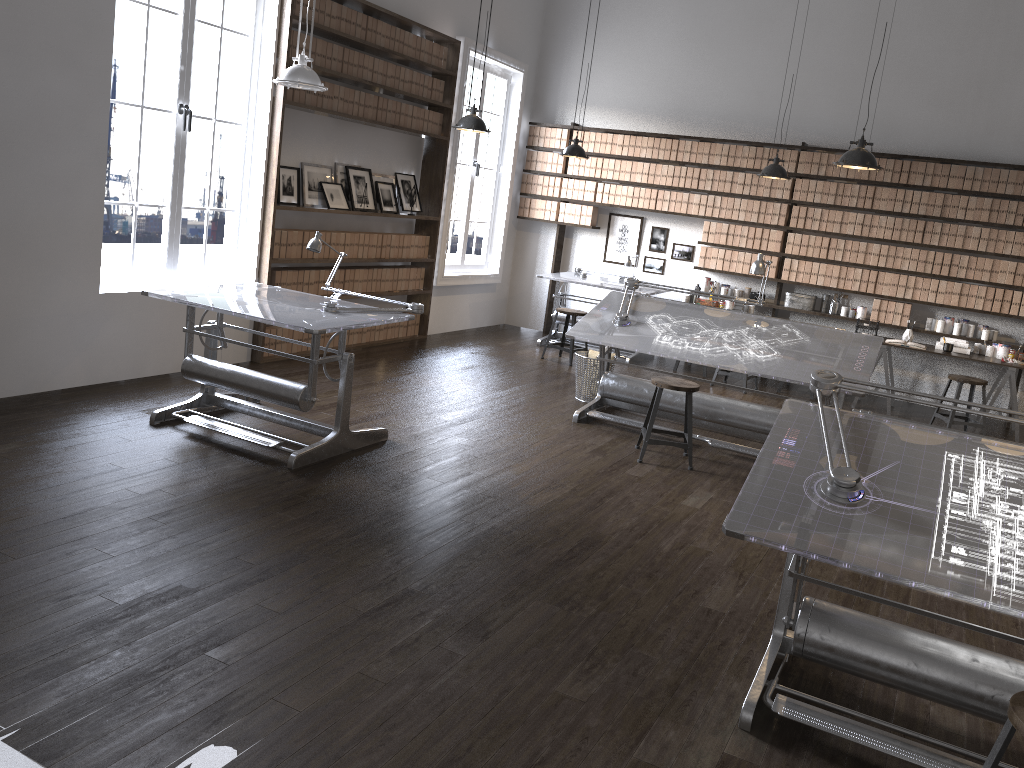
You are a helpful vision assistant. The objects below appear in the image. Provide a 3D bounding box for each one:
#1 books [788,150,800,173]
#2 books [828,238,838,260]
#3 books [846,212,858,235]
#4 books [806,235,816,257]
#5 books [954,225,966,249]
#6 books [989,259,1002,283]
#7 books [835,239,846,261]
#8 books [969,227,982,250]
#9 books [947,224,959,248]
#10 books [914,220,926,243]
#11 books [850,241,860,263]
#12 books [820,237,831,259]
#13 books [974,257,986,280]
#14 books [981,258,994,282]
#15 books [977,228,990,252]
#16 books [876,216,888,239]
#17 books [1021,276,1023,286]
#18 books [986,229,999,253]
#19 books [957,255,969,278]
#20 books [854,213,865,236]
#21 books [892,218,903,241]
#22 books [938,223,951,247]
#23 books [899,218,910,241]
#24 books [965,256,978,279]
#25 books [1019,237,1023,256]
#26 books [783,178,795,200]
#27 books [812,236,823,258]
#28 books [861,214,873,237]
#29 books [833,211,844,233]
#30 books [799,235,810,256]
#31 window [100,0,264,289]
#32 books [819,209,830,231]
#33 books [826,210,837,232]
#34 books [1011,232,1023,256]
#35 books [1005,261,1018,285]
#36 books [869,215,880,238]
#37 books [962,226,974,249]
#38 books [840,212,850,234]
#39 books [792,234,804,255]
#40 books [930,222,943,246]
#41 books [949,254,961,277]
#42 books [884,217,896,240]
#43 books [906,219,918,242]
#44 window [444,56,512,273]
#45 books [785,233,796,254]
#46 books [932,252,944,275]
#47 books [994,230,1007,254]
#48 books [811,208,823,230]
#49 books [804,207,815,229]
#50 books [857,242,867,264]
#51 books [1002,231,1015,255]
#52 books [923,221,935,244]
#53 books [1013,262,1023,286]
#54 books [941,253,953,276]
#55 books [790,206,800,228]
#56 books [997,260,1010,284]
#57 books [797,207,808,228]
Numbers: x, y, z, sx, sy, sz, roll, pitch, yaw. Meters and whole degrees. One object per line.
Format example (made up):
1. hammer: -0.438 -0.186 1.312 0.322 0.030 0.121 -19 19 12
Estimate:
1. books: 2.911 -2.284 9.124 0.067 0.224 0.175 12 11 25
2. books: 3.279 -1.370 9.029 0.067 0.224 0.175 12 11 25
3. books: 3.432 -1.611 8.925 0.067 0.224 0.175 12 11 25
4. books: 3.089 -1.414 9.119 0.067 0.224 0.175 12 11 25
5. books: 4.301 -1.407 8.497 0.067 0.224 0.175 12 11 25
6. books: 4.579 -1.066 8.392 0.067 0.224 0.175 12 11 25
7. books: 3.340 -1.354 8.994 0.067 0.224 0.175 12 11 25
8. books: 4.417 -1.381 8.444 0.067 0.224 0.175 12 11 25
9. books: 4.245 -1.422 8.531 0.067 0.224 0.175 12 11 25
10. books: 3.988 -1.481 8.651 0.067 0.224 0.175 12 11 25
11. books: 3.467 -1.326 8.936 0.067 0.224 0.175 12 11 25
12. books: 3.211 -1.384 9.056 0.067 0.224 0.175 12 11 25
13. books: 4.461 -1.094 8.451 0.067 0.224 0.175 12 11 25
14. books: 4.518 -1.079 8.417 0.067 0.224 0.175 12 11 25
15. books: 4.480 -1.366 8.411 0.067 0.224 0.175 12 11 25
16. books: 3.682 -1.553 8.803 0.067 0.224 0.175 12 11 25
17. books: 4.818 -1.011 8.278 0.067 0.224 0.175 12 11 25
18. books: 4.544 -1.352 8.384 0.067 0.224 0.175 12 11 25
19. books: 4.334 -1.123 8.509 0.067 0.224 0.175 12 11 25
20. books: 3.496 -1.596 8.892 0.067 0.224 0.175 12 11 25
21. books: 3.808 -1.522 8.737 0.067 0.224 0.175 12 11 25
22. books: 4.182 -1.437 8.562 0.067 0.224 0.175 12 11 25
23. books: 3.866 -1.510 8.714 0.067 0.224 0.175 12 11 25
24. books: 4.399 -1.109 8.482 0.067 0.224 0.175 12 11 25
25. books: 4.788 -1.294 8.259 0.067 0.224 0.175 12 11 25
26. books: 2.870 -2.017 9.171 0.067 0.224 0.175 12 11 25
27. books: 3.148 -1.400 9.093 0.067 0.224 0.175 12 11 25
28. books: 3.560 -1.582 8.865 0.067 0.224 0.175 12 11 25
29. books: 3.317 -1.637 8.978 0.067 0.224 0.175 12 11 25
30. books: 3.031 -1.426 9.142 0.067 0.224 0.175 12 11 25
31. window: -2.327 -1.849 6.222 0.154 2.477 1.489 12 11 25
32. books: 3.197 -1.666 9.043 0.067 0.224 0.175 12 11 25
33. books: 3.260 -1.652 9.012 0.067 0.224 0.175 12 11 25
34. books: 4.729 -1.308 8.288 0.067 0.224 0.175 12 11 25
35. books: 4.692 -1.039 8.333 0.067 0.224 0.175 12 11 25
36. books: 3.622 -1.567 8.836 0.067 0.224 0.175 12 11 25
37. books: 4.363 -1.394 8.472 0.067 0.224 0.175 12 11 25
38. books: 3.378 -1.624 8.953 0.067 0.224 0.175 12 11 25
39. books: 2.967 -1.441 9.174 0.067 0.224 0.175 12 11 25
40. books: 4.117 -1.451 8.589 0.067 0.224 0.175 12 11 25
41. books: 4.273 -1.138 8.543 0.067 0.224 0.175 12 11 25
42. books: 3.744 -1.537 8.769 0.067 0.224 0.175 12 11 25
43. books: 3.925 -1.497 8.688 0.067 0.224 0.175 12 11 25
44. window: -0.433 -2.340 9.692 0.154 2.291 1.250 12 11 25
45. books: 2.905 -1.456 9.208 0.067 0.224 0.175 12 11 25
46. books: 4.142 -1.169 8.608 0.067 0.224 0.175 12 11 25
47. books: 4.607 -1.338 8.356 0.067 0.224 0.175 12 11 25
48. books: 3.133 -1.680 9.070 0.067 0.224 0.175 12 11 25
49. books: 3.072 -1.696 9.104 0.067 0.224 0.175 12 11 25
50. books: 3.524 -1.311 8.902 0.067 0.224 0.175 12 11 25
51. books: 4.667 -1.323 8.322 0.067 0.224 0.175 12 11 25
52. books: 4.057 -1.466 8.624 0.067 0.224 0.175 12 11 25
53. books: 4.756 -1.025 8.307 0.067 0.224 0.175 12 11 25
54. books: 4.205 -1.153 8.571 0.067 0.224 0.175 12 11 25
55. books: 2.940 -1.726 9.169 0.067 0.224 0.175 12 11 25
56. books: 4.634 -1.053 8.364 0.067 0.224 0.175 12 11 25
57. books: 3.003 -1.710 9.132 0.067 0.224 0.175 12 11 25
